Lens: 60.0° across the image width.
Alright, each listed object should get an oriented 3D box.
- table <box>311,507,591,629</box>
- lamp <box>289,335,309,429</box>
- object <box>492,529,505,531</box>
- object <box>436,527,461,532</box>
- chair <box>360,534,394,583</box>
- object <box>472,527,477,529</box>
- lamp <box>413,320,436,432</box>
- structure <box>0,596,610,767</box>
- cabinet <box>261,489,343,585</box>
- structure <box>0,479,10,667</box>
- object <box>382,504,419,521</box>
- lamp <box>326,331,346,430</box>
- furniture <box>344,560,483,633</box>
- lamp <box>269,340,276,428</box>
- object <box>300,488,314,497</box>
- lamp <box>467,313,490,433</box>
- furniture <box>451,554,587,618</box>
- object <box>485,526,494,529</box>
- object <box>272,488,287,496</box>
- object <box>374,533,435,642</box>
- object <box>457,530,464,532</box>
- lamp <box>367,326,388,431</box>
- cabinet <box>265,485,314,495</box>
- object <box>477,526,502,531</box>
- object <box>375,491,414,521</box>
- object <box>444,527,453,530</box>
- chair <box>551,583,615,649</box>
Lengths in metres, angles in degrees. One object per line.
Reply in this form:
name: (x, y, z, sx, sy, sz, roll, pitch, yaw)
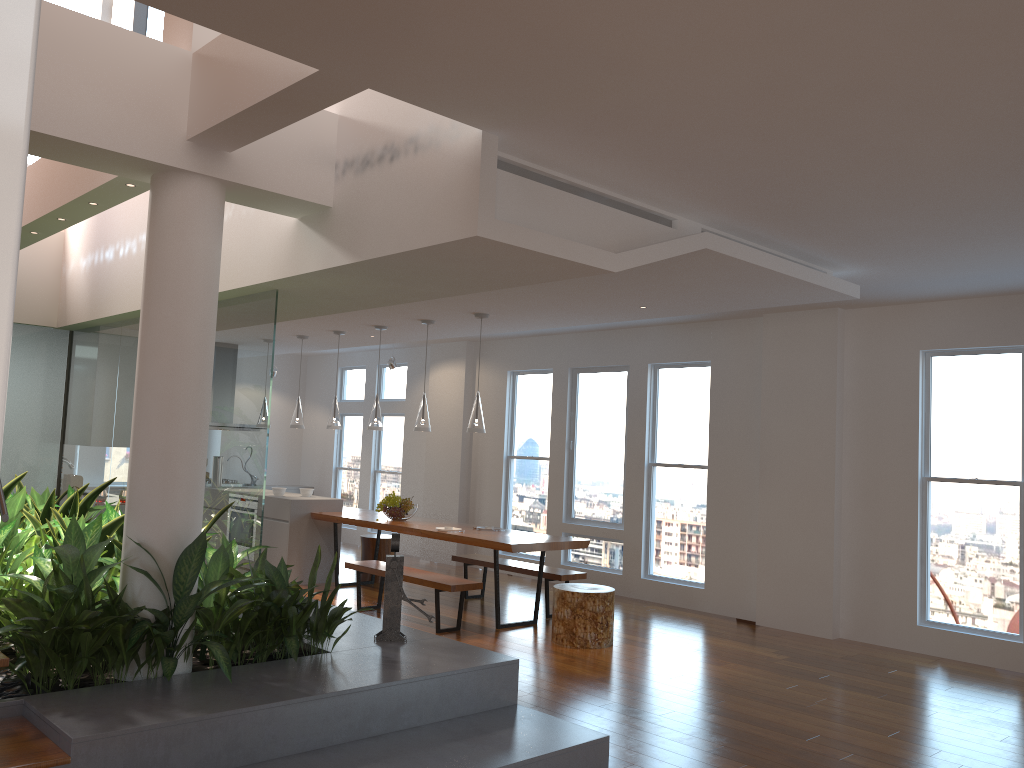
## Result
table: (-1.762, 1.657, 9.076, 0.893, 0.704, 5.996, 7, -6, -43)
lamp: (-2.265, -0.057, 9.472, 0.160, 1.060, 0.160, 4, -4, -16)
object: (-0.116, 1.265, 7.694, 0.019, 0.017, 0.158, -1, -6, 41)
object: (-0.537, 1.233, 7.507, 0.222, 0.020, 0.222, 3, -4, -3)
chair: (-1.393, 1.817, 9.245, 0.402, 0.455, 0.396, -1, -5, 36)
object: (-0.290, 1.273, 7.845, 0.149, 0.014, 0.044, 6, -6, -42)
lamp: (-0.771, -0.108, 7.900, 0.160, 1.060, 0.160, 4, -4, -16)
structure: (-2.601, 1.481, 4.932, 3.088, 0.386, 5.584, 7, -6, -43)
cabinet: (-2.963, 1.598, 9.864, 0.597, 0.832, 2.936, 7, -6, -43)
structure: (-3.117, -0.599, 5.424, 2.552, 4.265, 4.591, 7, -6, -43)
object: (-1.062, 1.209, 8.354, 0.360, 0.159, 0.360, 2, -4, 10)
lamp: (-1.767, -0.074, 8.948, 0.160, 1.060, 0.160, 4, -4, -16)
furniture: (-0.838, 1.717, 7.187, 0.316, 0.389, 1.433, 7, -6, -43)
lamp: (-2.763, -0.040, 9.996, 0.160, 1.060, 0.160, 4, -4, -16)
object: (-2.127, 1.127, 9.184, 0.152, 0.082, 0.152, 2, -4, 7)
lamp: (-0.273, -0.125, 7.376, 0.160, 1.060, 0.160, 4, -4, -16)
furniture: (0.026, 1.818, 8.004, 0.316, 0.389, 1.433, 7, -6, -43)
object: (-0.199, 1.261, 7.762, 0.079, 0.030, 0.070, 3, -4, 0)
object: (-2.393, 1.109, 9.103, 0.152, 0.082, 0.152, 3, -4, -4)
object: (-0.565, 1.087, 4.754, 0.318, 0.565, 0.134, 3, -4, -7)
object: (-0.454, 1.232, 7.400, 0.149, 0.014, 0.044, 7, -6, -45)
lamp: (-1.269, -0.091, 8.424, 0.160, 1.060, 0.160, 4, -4, -16)
cabinet: (-3.588, 1.847, 12.921, 1.309, 0.725, 0.420, 7, -6, -43)
object: (-0.199, 1.267, 7.762, 0.222, 0.020, 0.222, -1, -6, 38)
object: (-1.088, 1.145, 8.351, 0.292, 0.284, 0.394, 2, -4, 11)
object: (-0.537, 1.227, 7.508, 0.079, 0.030, 0.070, 2, -4, 10)
chair: (0.533, 1.729, 6.642, 0.460, 0.400, 0.460, 5, -5, -33)
